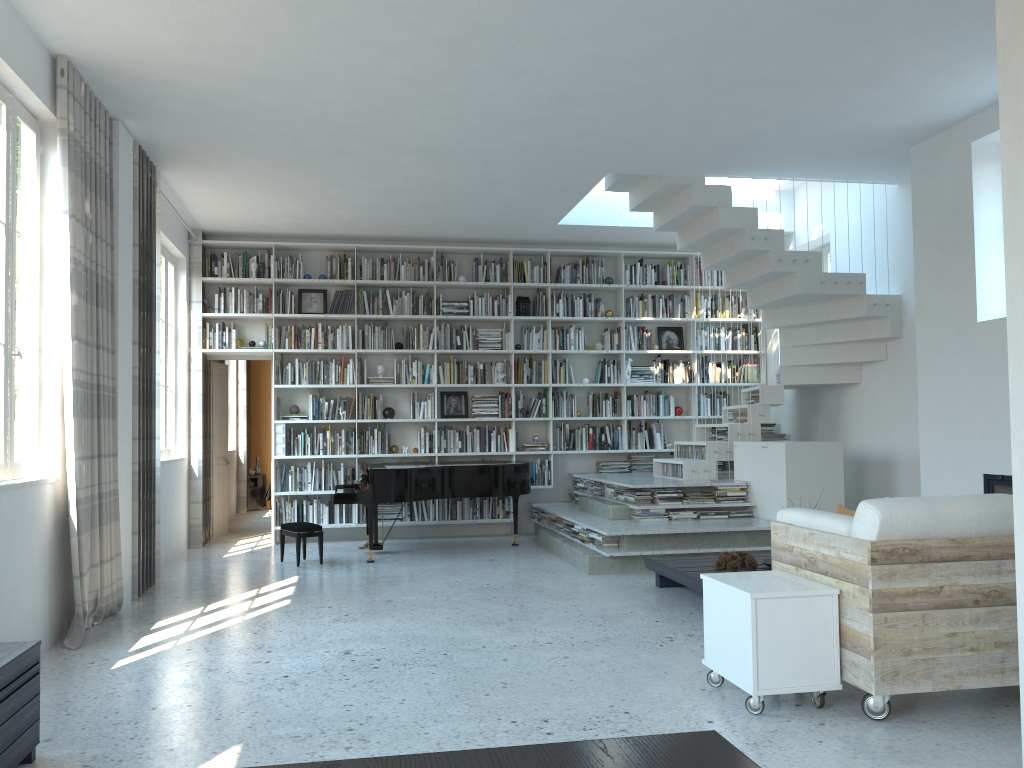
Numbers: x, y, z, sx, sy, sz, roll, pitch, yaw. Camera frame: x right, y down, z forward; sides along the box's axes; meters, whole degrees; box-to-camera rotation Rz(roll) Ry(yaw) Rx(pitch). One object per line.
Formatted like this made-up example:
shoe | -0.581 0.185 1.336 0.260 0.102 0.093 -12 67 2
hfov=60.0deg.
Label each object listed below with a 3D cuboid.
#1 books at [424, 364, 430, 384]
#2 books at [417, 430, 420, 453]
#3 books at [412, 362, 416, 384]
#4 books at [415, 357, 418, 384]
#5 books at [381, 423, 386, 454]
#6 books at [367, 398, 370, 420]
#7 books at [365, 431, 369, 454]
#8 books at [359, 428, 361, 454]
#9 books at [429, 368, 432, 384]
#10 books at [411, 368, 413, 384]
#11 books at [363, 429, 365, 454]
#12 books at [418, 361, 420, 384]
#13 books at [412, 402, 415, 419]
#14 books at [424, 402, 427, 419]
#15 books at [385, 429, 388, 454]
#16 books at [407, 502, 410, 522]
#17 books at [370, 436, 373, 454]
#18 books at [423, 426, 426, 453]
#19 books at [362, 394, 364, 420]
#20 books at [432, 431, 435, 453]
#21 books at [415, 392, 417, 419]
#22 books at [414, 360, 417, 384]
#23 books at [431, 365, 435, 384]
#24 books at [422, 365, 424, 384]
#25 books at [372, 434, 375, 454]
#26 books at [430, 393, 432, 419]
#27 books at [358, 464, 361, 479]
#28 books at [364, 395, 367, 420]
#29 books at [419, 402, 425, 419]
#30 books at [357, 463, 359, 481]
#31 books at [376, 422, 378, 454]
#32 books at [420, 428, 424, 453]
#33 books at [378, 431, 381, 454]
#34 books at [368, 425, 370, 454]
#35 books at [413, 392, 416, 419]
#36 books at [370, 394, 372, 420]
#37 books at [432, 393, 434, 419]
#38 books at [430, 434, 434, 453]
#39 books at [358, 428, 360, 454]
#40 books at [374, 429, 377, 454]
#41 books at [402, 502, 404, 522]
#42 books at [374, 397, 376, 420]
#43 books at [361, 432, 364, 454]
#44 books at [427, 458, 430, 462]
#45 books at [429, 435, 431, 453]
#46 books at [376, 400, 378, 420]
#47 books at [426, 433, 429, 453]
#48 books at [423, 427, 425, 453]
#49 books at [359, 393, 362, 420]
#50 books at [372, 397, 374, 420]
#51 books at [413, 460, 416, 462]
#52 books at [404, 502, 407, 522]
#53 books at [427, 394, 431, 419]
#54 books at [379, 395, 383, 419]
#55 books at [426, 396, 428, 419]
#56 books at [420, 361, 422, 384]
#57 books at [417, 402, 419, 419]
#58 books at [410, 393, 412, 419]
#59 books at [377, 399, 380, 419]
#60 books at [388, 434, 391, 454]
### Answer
books | -0.927 -0.099 9.621 0.060 0.227 0.179 0 -3 -11
books | -1.010 0.621 9.590 0.012 0.254 0.161 0 -3 -11
books | -1.064 -0.108 9.599 0.028 0.247 0.170 0 -3 -11
books | -1.033 -0.135 9.605 0.011 0.300 0.178 0 -3 -11
books | -1.383 0.585 9.510 0.050 0.328 0.166 0 -2 -11
books | -1.538 0.270 9.503 0.025 0.228 0.153 0 -3 -11
books | -1.553 0.626 9.479 0.042 0.248 0.162 0 -3 -11
books | -1.622 0.609 9.470 0.013 0.283 0.146 0 -2 -11
books | -0.887 -0.075 9.645 0.027 0.181 0.142 0 -3 -11
books | -1.093 -0.078 9.612 0.025 0.189 0.140 0 -3 -11
books | -1.578 0.613 9.467 0.012 0.272 0.181 0 -3 -11
books | -1.016 -0.115 9.608 0.023 0.259 0.170 0 -3 -11
books | -1.072 0.289 9.584 0.025 0.186 0.154 0 -3 -11
books | -0.941 0.288 9.613 0.024 0.188 0.172 0 -3 -11
books | -1.344 0.618 9.514 0.027 0.261 0.163 0 -3 -11
books | -1.116 1.369 9.528 0.029 0.202 0.178 0 -3 -11
books | -1.507 0.652 9.490 0.024 0.196 0.157 0 -3 -11
books | -0.946 0.603 9.603 0.014 0.290 0.132 0 -2 -11
books | -1.599 0.247 9.497 0.026 0.275 0.154 0 -3 -11
books | -0.852 0.628 9.644 0.019 0.242 0.107 0 -2 -11
books | -1.045 0.234 9.600 0.012 0.298 0.166 0 -3 -11
books | -1.043 -0.118 9.593 0.012 0.265 0.193 0 -3 -11
books | -0.862 -0.093 9.653 0.026 0.217 0.126 0 -3 -11
books | -0.974 -0.093 9.636 0.026 0.219 0.150 0 -3 -11
books | -1.484 0.642 9.491 0.021 0.215 0.172 0 -3 -11
books | -0.883 0.242 9.612 0.011 0.279 0.187 0 -3 -11
books | -1.628 0.990 9.466 0.023 0.266 0.134 0 -2 -11
books | -1.567 0.253 9.495 0.036 0.263 0.166 0 -3 -11
books | -0.979 0.288 9.601 0.057 0.188 0.156 0 -3 -11
books | -1.645 0.981 9.462 0.012 0.285 0.159 0 -3 -11
books | -1.446 0.581 9.523 0.013 0.339 0.138 0 -2 -11
books | -0.974 0.613 9.587 0.027 0.269 0.159 0 -3 -11
books | -1.423 0.630 9.517 0.029 0.240 0.135 0 -3 -11
books | -1.526 0.593 9.484 0.014 0.313 0.166 0 -2 -11
books | -1.057 0.237 9.601 0.011 0.291 0.156 0 -2 -11
books | -1.509 0.246 9.488 0.026 0.274 0.190 0 -3 -11
books | -0.868 0.241 9.617 0.021 0.281 0.162 0 -3 -11
books | -0.868 0.647 9.613 0.024 0.201 0.158 0 -3 -11
books | -1.637 0.613 9.477 0.013 0.275 0.147 0 -2 -11
books | -1.460 0.615 9.493 0.027 0.269 0.185 0 -3 -11
books | -1.167 1.343 9.517 0.012 0.254 0.161 0 -3 -11
books | -1.474 0.261 9.532 0.028 0.247 0.142 0 -3 -11
books | -1.600 0.630 9.470 0.030 0.239 0.157 0 -3 -11
books | -0.900 0.960 9.585 0.013 0.320 0.173 0 -2 -11
books | -0.898 0.651 9.621 0.031 0.194 0.142 0 -3 -11
books | -1.452 0.280 9.515 0.011 0.208 0.180 0 -3 -11
books | -0.923 0.637 9.597 0.029 0.221 0.153 0 -3 -11
books | -0.959 0.610 9.604 0.010 0.277 0.155 0 -3 -11
books | -1.623 0.243 9.487 0.025 0.284 0.145 0 -2 -11
books | -1.492 0.262 9.512 0.014 0.243 0.153 0 -3 -11
books | -1.051 0.975 9.580 0.025 0.294 0.134 0 -2 -11
books | -1.148 1.338 9.536 0.031 0.265 0.144 0 -2 -11
books | -0.903 0.247 9.617 0.027 0.269 0.178 0 -3 -11
books | -1.408 0.251 9.535 0.028 0.266 0.144 0 -2 -11
books | -0.921 0.259 9.607 0.012 0.244 0.171 0 -3 -11
books | -0.998 -0.112 9.632 0.022 0.256 0.152 0 -3 -11
books | -1.025 0.292 9.608 0.030 0.182 0.154 0 -3 -11
books | -1.092 0.240 9.587 0.012 0.285 0.159 0 -3 -11
books | -1.432 0.276 9.515 0.028 0.216 0.175 0 -3 -11
books | -1.322 0.644 9.532 0.023 0.212 0.160 0 -3 -11
